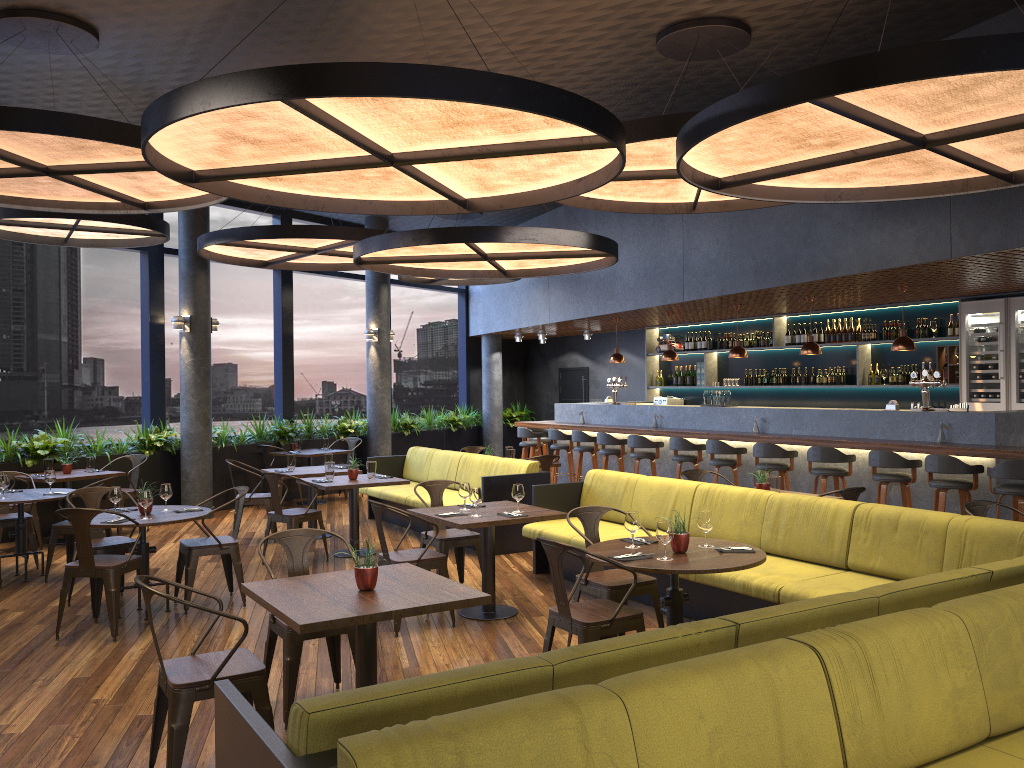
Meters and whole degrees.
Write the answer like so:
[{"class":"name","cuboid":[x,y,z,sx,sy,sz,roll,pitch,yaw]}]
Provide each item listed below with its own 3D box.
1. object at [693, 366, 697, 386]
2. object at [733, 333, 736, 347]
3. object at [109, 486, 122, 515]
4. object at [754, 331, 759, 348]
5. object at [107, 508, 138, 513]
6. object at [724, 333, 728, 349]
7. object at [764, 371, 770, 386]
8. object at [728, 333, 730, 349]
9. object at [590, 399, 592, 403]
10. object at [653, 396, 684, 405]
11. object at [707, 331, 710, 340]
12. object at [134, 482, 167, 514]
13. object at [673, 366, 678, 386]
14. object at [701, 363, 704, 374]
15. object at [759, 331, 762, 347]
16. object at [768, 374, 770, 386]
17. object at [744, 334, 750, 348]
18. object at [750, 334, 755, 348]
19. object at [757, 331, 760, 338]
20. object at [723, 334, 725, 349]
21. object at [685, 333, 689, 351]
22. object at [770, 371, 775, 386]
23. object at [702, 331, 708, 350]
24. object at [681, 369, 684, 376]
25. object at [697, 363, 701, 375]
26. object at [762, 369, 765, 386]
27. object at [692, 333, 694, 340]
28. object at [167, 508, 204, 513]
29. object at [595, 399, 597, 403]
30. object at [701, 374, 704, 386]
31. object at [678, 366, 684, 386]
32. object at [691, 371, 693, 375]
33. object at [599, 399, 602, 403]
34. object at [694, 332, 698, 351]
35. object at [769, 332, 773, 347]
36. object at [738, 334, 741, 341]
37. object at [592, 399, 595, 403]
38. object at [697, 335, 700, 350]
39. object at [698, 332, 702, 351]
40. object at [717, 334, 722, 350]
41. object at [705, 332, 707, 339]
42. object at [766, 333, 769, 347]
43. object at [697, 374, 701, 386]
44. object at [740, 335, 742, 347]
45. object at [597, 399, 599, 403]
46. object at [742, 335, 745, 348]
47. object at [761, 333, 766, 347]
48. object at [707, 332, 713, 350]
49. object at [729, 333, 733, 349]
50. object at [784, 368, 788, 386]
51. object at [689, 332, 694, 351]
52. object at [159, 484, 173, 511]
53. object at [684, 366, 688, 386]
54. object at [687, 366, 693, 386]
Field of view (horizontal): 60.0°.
[{"class":"object","cuboid":[3.049,-0.134,14.737,0.094,0.340,0.094,-1,0,-9]},{"class":"object","cuboid":[3.501,-0.674,13.961,0.063,0.254,0.063,-1,0,7]},{"class":"object","cuboid":[-3.036,0.892,6.792,0.097,0.206,0.097,-1,0,10]},{"class":"object","cuboid":[3.707,-0.677,13.448,0.063,0.254,0.063,-1,0,17]},{"class":"object","cuboid":[-3.048,0.986,6.965,0.255,0.019,0.157,-1,0,37]},{"class":"object","cuboid":[3.377,-0.673,13.990,0.063,0.254,0.063,-1,0,31]},{"class":"object","cuboid":[3.821,-0.085,13.312,0.088,0.224,0.088,-1,0,-17]},{"class":"object","cuboid":[3.442,-0.673,14.043,0.063,0.254,0.063,-1,0,31]},{"class":"object","cuboid":[1.307,0.284,14.644,0.042,0.059,0.042,-1,0,-34]},{"class":"object","cuboid":[2.594,0.482,15.066,0.550,0.569,0.355,-1,0,-31]},{"class":"object","cuboid":[3.203,-0.700,14.416,0.085,0.310,0.086,-1,0,10]},{"class":"object","cuboid":[-2.793,0.854,6.766,0.260,0.271,0.238,-1,0,8]},{"class":"object","cuboid":[2.768,-0.131,14.954,0.094,0.340,0.094,-1,0,-9]},{"class":"object","cuboid":[3.133,-0.253,14.416,0.080,0.192,0.098,-1,0,-31]},{"class":"object","cuboid":[3.789,-0.678,13.483,0.063,0.254,0.063,-1,0,-3]},{"class":"object","cuboid":[3.862,-0.085,13.419,0.088,0.224,0.088,-1,0,23]},{"class":"object","cuboid":[3.609,-0.661,13.600,0.088,0.224,0.088,-1,0,-37]},{"class":"object","cuboid":[3.704,-0.662,13.648,0.088,0.224,0.088,-1,0,-37]},{"class":"object","cuboid":[3.766,-0.677,13.569,0.063,0.254,0.063,-1,0,-23]},{"class":"object","cuboid":[3.391,-0.673,14.120,0.063,0.254,0.063,-1,0,36]},{"class":"object","cuboid":[2.915,-0.696,14.707,0.085,0.310,0.086,-1,0,2]},{"class":"object","cuboid":[3.932,-0.086,13.347,0.088,0.224,0.088,-1,0,33]},{"class":"object","cuboid":[3.122,-0.699,14.367,0.085,0.310,0.086,-1,0,2]},{"class":"object","cuboid":[2.867,-0.132,14.988,0.094,0.340,0.094,-1,0,-25]},{"class":"object","cuboid":[3.083,-0.252,14.503,0.080,0.192,0.098,-1,0,-31]},{"class":"object","cuboid":[3.846,-0.100,13.513,0.063,0.254,0.063,-1,0,31]},{"class":"object","cuboid":[2.996,-0.697,14.757,0.085,0.310,0.086,-1,0,10]},{"class":"object","cuboid":[-2.545,0.980,6.906,0.255,0.019,0.157,-1,0,-33]},{"class":"object","cuboid":[1.391,0.283,14.683,0.042,0.059,0.042,-1,0,-34]},{"class":"object","cuboid":[3.135,-0.060,14.416,0.080,0.192,0.098,-1,0,-31]},{"class":"object","cuboid":[2.831,-0.132,14.877,0.094,0.340,0.094,-1,0,-17]},{"class":"object","cuboid":[2.985,-0.133,14.825,0.094,0.340,0.094,-1,0,-22]},{"class":"object","cuboid":[1.468,0.282,14.747,0.042,0.059,0.042,-1,0,-34]},{"class":"object","cuboid":[3.044,-0.698,14.672,0.085,0.310,0.086,-1,0,-20]},{"class":"object","cuboid":[3.864,-0.664,13.179,0.088,0.224,0.088,-1,0,-17]},{"class":"object","cuboid":[3.511,-0.656,13.708,0.068,0.217,0.068,-1,0,-41]},{"class":"object","cuboid":[1.348,0.283,14.668,0.042,0.059,0.042,-1,0,-34]},{"class":"object","cuboid":[3.093,-0.698,14.588,0.085,0.310,0.086,-1,0,-4]},{"class":"object","cuboid":[3.070,-0.698,14.456,0.085,0.310,0.086,-1,0,-12]},{"class":"object","cuboid":[3.293,-0.672,14.073,0.063,0.254,0.063,-1,0,41]},{"class":"object","cuboid":[3.155,-0.699,14.499,0.085,0.310,0.086,-1,0,-4]},{"class":"object","cuboid":[3.848,-0.661,13.332,0.068,0.217,0.068,-1,0,-26]},{"class":"object","cuboid":[3.083,-0.060,14.502,0.080,0.192,0.098,-1,0,-31]},{"class":"object","cuboid":[3.575,-0.657,13.833,0.068,0.217,0.068,-1,0,-26]},{"class":"object","cuboid":[1.425,0.282,14.722,0.042,0.059,0.042,-1,0,-34]},{"class":"object","cuboid":[3.594,-0.657,13.749,0.068,0.217,0.068,-1,0,-11]},{"class":"object","cuboid":[3.764,-0.660,13.290,0.068,0.217,0.068,-1,0,44]},{"class":"object","cuboid":[3.187,-0.682,14.270,0.083,0.301,0.083,-1,0,-24]},{"class":"object","cuboid":[3.426,-0.673,13.875,0.063,0.254,0.063,-1,0,-13]},{"class":"object","cuboid":[4.040,-0.102,13.105,0.063,0.254,0.063,-1,0,31]},{"class":"object","cuboid":[2.961,-0.697,14.627,0.085,0.310,0.086,-1,0,-4]},{"class":"object","cuboid":[-2.714,0.888,6.954,0.097,0.206,0.097,-1,0,30]},{"class":"object","cuboid":[2.933,-0.133,14.908,0.094,0.340,0.094,-1,0,-9]},{"class":"object","cuboid":[2.949,-0.133,14.702,0.094,0.340,0.094,-1,0,8]}]
